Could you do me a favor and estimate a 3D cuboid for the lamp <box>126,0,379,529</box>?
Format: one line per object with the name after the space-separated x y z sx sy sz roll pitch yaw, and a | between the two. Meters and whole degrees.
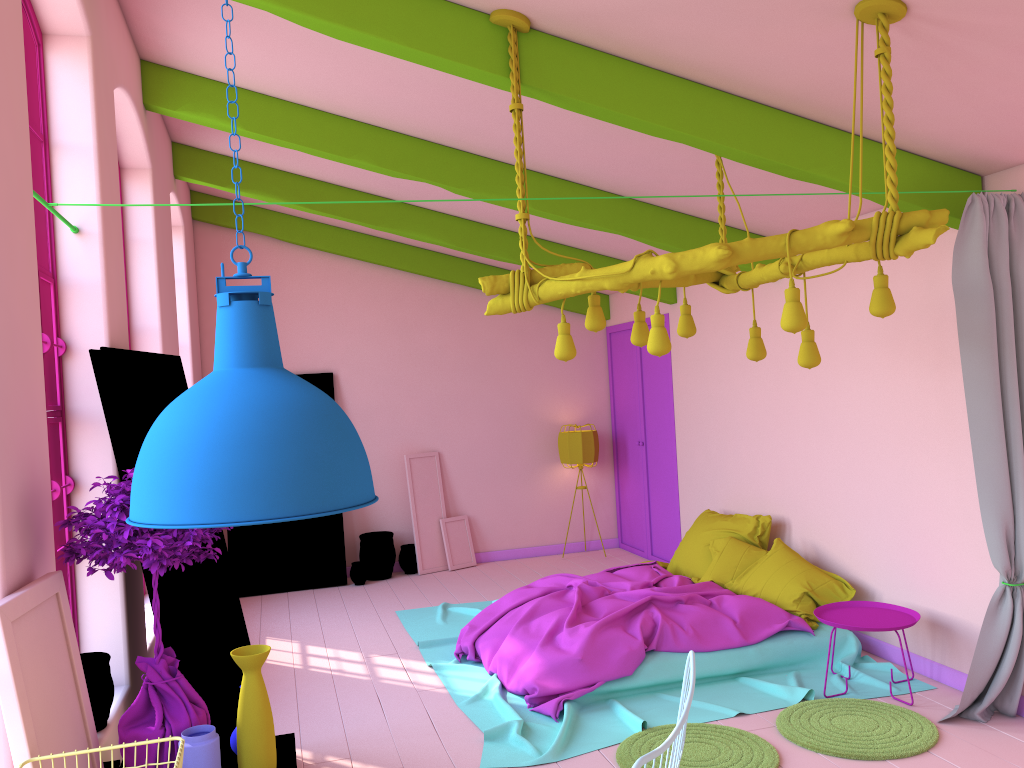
-0.616 -0.726 1.937 0.529 2.002 0.528 -3 0 16 | lamp

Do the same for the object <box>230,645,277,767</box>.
-0.759 0.976 2.617 0.116 0.383 0.116 -4 0 -41 | object

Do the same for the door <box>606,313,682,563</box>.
1.402 0.612 9.534 0.108 2.590 1.677 -3 0 -15 | door

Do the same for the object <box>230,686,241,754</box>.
-0.825 1.062 2.804 0.132 0.219 0.132 -3 0 2 | object

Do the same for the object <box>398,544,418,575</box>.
-1.095 1.886 9.541 0.260 0.306 0.260 -3 0 17 | object

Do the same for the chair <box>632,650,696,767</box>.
-0.023 1.324 2.087 0.925 1.238 1.078 -3 0 19 | chair

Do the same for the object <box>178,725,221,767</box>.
-0.882 1.080 2.510 0.109 0.197 0.109 -3 0 22 | object

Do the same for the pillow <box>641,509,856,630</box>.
1.690 1.450 7.064 0.848 0.822 2.618 -3 0 -26 | pillow

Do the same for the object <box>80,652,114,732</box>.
-1.653 1.195 3.414 0.223 0.272 0.223 -3 0 -28 | object

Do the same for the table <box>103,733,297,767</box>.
-0.739 1.569 1.851 0.655 0.821 2.193 -3 0 -15 | table

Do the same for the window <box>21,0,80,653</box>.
-1.817 -0.173 3.291 0.072 3.047 1.275 -3 0 -15 | window

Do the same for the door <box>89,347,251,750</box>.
-1.525 0.936 4.272 0.450 2.211 1.153 -3 0 -5 | door

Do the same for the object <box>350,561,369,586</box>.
-1.569 1.948 9.107 0.199 0.234 0.199 -3 0 42 | object

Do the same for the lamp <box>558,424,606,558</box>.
0.795 1.180 9.923 0.491 1.466 0.476 -3 0 15 | lamp

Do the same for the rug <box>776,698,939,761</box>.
1.837 1.834 4.750 0.792 0.021 0.792 -3 0 12 | rug

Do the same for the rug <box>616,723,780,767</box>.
0.935 1.884 4.504 0.792 0.021 0.793 -3 0 -33 | rug

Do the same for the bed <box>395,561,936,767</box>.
0.718 1.667 6.531 2.802 0.514 3.577 -3 0 -15 | bed

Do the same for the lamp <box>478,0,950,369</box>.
0.915 -1.176 3.884 1.610 2.264 1.776 -3 0 -33 | lamp

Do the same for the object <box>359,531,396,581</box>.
-1.421 1.817 9.376 0.386 0.471 0.386 -3 0 27 | object

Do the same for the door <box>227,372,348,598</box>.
-2.356 1.007 9.144 1.153 2.211 0.450 -3 0 -15 | door

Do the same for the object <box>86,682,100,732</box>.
-1.593 1.215 3.213 0.182 0.223 0.182 -3 0 -33 | object

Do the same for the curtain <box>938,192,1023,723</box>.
2.529 0.410 4.728 0.518 2.785 0.525 -4 0 -34 | curtain

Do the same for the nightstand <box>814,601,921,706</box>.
2.135 1.601 5.318 0.596 0.458 0.596 -3 0 22 | nightstand

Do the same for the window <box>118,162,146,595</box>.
-2.330 -0.125 5.128 0.214 3.010 1.514 -3 0 -15 | window

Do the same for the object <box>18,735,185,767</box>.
-0.852 1.002 1.852 0.444 0.369 0.633 -3 0 -15 | object

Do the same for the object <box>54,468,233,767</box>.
-1.047 0.713 2.597 0.503 0.951 0.441 -3 0 35 | object
